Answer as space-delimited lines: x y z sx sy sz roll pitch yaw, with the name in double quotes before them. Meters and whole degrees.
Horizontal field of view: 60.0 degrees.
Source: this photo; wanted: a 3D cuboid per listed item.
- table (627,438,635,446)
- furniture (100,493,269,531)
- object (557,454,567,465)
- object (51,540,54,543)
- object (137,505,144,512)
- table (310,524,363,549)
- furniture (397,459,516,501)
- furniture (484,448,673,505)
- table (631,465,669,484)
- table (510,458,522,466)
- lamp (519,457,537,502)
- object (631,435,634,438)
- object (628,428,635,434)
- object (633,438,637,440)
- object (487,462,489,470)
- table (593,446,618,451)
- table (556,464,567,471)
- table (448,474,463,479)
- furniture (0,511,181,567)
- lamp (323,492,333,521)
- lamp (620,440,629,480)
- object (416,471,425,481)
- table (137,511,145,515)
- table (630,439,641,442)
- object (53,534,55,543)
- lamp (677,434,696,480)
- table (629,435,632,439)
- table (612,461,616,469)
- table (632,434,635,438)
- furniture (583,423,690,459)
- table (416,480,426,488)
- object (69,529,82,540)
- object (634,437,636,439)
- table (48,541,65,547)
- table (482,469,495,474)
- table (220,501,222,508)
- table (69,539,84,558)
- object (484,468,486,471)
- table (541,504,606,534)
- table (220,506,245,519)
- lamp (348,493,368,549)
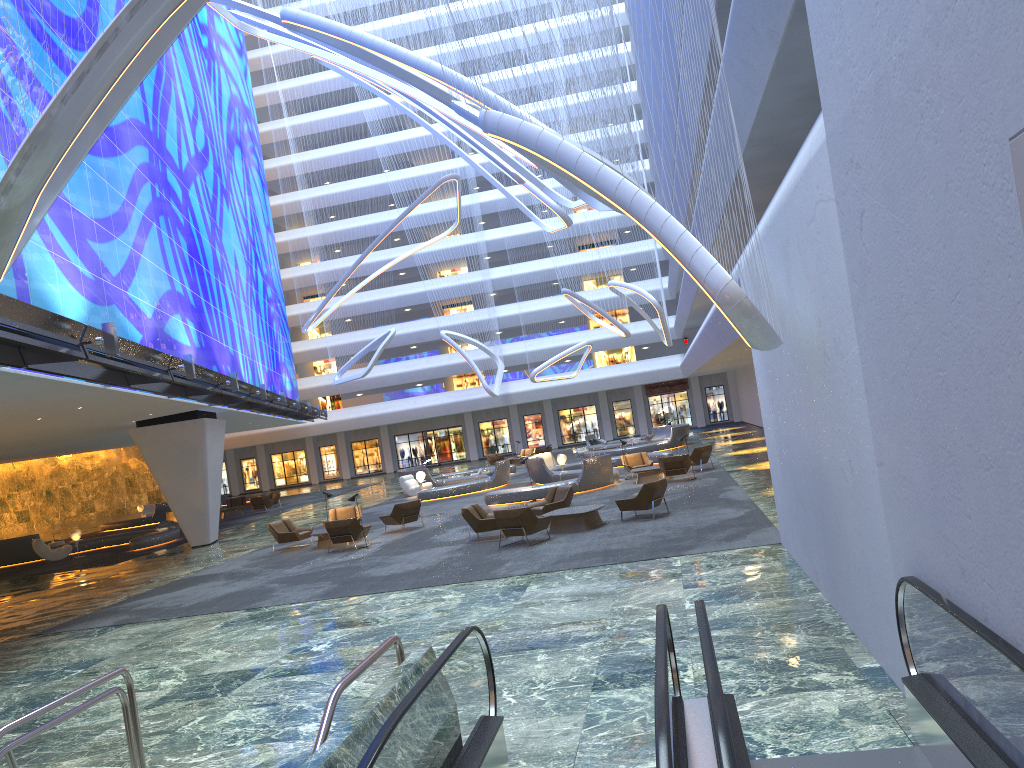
"table" 5.987 3.030 44.159 0.418 0.595 0.427 -9 -1 6
"furniture" -17.939 6.686 48.667 5.197 0.969 9.912 -10 -3 26
"object" 1.769 2.670 31.467 0.367 0.387 0.318 -9 -1 17
"object" -18.144 6.219 34.985 0.152 0.118 0.071 -10 -2 45
"object" -19.779 6.616 47.199 0.367 0.387 0.318 -9 -1 17
"table" -4.400 3.867 22.460 1.204 0.392 1.203 -9 -2 10
"furniture" -2.515 3.845 36.990 5.186 0.969 9.932 -9 -2 1
"furniture" 1.989 2.891 30.451 5.197 0.969 9.912 -10 -3 26
"table" 4.201 2.715 26.682 1.204 0.392 1.203 -9 -2 9
"table" -0.103 4.186 46.778 1.200 0.392 1.206 -7 -3 -45
"lamp" 0.462 2.809 26.031 0.385 1.300 0.201 -9 0 27
"object" 6.496 2.867 47.575 0.130 0.252 0.103 -9 -1 -7
"object" 6.783 2.662 50.180 0.366 0.387 0.318 -9 -1 -8
"object" 6.553 2.971 47.608 0.381 0.038 0.381 -9 -2 1
"object" -1.084 3.652 39.357 0.066 0.355 0.077 -9 0 -23
"table" 4.600 3.327 43.399 1.204 0.392 1.203 -9 -2 10
"table" 1.799 3.161 31.441 0.418 0.595 0.427 -9 -1 9
"table" -2.458 4.242 39.209 0.675 0.406 0.670 -10 -2 29
"furniture" -16.659 5.850 32.802 9.948 0.969 5.177 -10 -2 26
"lamp" -4.969 3.570 24.191 0.202 1.300 0.383 -9 -1 26
"lamp" 3.632 2.418 28.414 0.202 1.300 0.383 -9 -1 26
"object" -3.594 3.633 34.896 0.366 0.387 0.318 -9 -1 -8
"table" -19.750 7.107 47.173 0.418 0.595 0.427 -9 -1 9
"table" 6.625 3.180 47.493 0.671 0.406 0.673 -9 -2 6
"object" -18.166 6.108 35.139 0.076 0.355 0.066 -9 0 2
"lamp" 4.960 2.083 25.179 0.385 1.300 0.201 -9 0 27
"table" 6.583 3.129 48.893 0.417 0.595 0.429 -8 -1 -37
"table" 3.234 3.088 32.252 1.204 0.392 1.203 -9 -2 10
"table" 6.825 3.150 50.137 0.417 0.595 0.428 -8 -1 -16
"furniture" 6.256 2.818 44.970 5.188 0.969 9.928 -9 -2 6
"table" -3.551 4.121 34.853 0.417 0.595 0.428 -8 -1 -16
"object" -15.252 5.267 30.988 0.318 0.387 0.366 -9 -1 17
"object" 6.616 2.921 47.679 0.071 0.118 0.071 -9 -1 -8
"table" -17.971 6.463 35.146 0.671 0.406 0.674 -9 -2 -3
"table" -0.960 4.013 39.232 0.672 0.406 0.673 -8 -2 -28
"table" -16.939 6.929 50.662 0.669 0.406 0.675 -7 -2 -36
"table" -15.155 5.747 30.939 0.428 0.595 0.418 -9 -1 9
"object" -1.201 3.788 39.287 0.071 0.118 0.151 -9 -2 20
"table" 1.318 2.831 18.548 1.206 0.392 1.201 -10 -2 28
"table" -12.938 5.923 40.912 1.201 0.392 1.206 -8 -2 -26
"lamp" -3.641 3.235 20.957 0.385 1.300 0.201 -9 0 27
